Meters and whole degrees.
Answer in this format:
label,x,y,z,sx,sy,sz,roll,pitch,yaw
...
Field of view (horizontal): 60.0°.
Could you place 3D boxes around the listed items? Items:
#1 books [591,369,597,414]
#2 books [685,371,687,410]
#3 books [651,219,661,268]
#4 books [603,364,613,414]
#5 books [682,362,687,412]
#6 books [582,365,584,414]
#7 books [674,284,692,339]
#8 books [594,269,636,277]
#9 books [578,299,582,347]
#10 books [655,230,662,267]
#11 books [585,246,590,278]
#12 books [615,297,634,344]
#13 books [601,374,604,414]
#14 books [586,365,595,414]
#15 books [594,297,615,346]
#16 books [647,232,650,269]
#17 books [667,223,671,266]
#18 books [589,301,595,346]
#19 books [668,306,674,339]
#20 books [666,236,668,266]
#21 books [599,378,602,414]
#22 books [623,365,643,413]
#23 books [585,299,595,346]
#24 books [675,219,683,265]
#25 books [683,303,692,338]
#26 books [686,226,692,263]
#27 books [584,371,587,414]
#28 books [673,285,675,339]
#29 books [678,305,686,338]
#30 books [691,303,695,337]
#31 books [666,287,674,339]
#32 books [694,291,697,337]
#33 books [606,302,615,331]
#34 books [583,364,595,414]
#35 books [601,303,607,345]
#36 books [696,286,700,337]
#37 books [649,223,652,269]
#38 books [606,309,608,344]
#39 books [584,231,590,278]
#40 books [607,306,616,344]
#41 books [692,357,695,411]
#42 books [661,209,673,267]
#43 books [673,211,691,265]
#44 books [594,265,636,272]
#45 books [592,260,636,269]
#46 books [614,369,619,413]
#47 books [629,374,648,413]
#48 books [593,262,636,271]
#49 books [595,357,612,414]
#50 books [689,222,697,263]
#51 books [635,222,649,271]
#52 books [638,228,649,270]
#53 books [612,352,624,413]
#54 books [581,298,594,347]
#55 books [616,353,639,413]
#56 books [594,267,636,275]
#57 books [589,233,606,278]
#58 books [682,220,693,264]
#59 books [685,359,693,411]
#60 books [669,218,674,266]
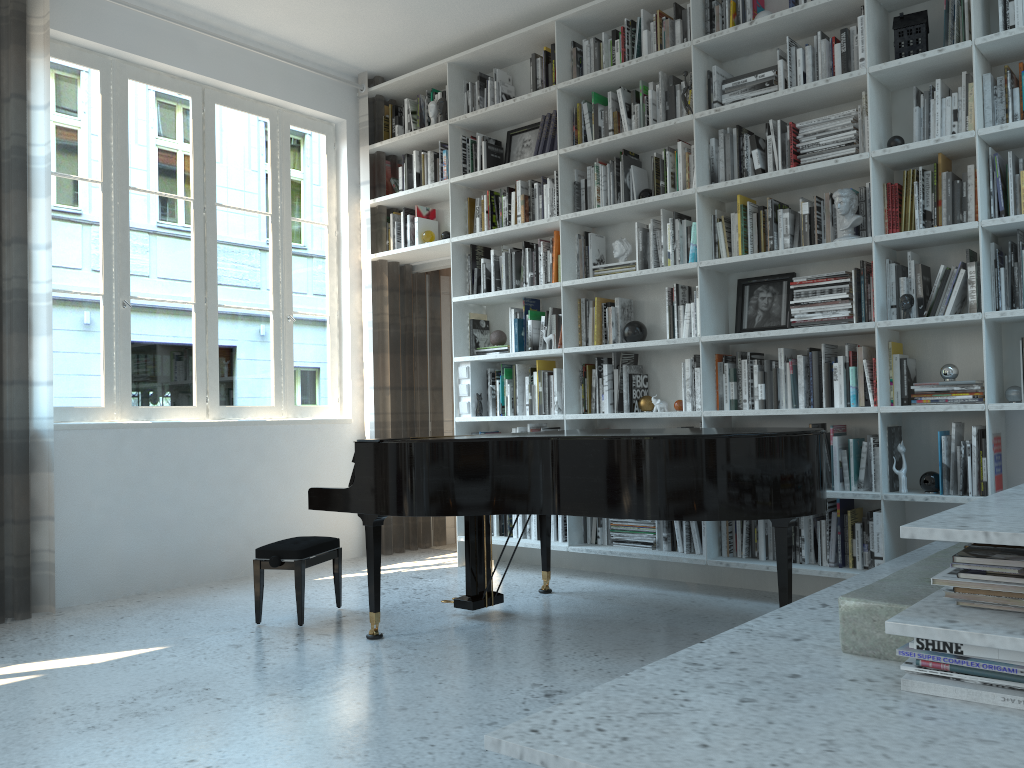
label,x,y,z,sx,sy,sz,roll,pitch,yaw
books,0.502,0.043,4.971,0.042,0.248,0.162,-3,-2,40
books,0.948,0.030,4.619,0.015,0.225,0.148,-3,-2,40
books,0.790,-0.726,4.727,0.012,0.286,0.167,-3,-2,40
books,0.571,0.028,4.908,0.027,0.269,0.185,-3,-2,40
books,0.932,0.017,4.622,0.012,0.254,0.161,-3,-2,40
books,0.447,0.033,5.034,0.013,0.275,0.147,-3,-2,40
books,0.900,-0.370,4.652,0.012,0.298,0.166,-3,-2,40
books,0.605,-0.603,4.895,0.254,0.012,0.161,-3,-3,36
books,0.430,-0.337,5.054,0.012,0.285,0.159,-3,-2,40
books,0.825,-0.696,4.719,0.048,0.224,0.149,-3,-2,40
books,0.467,-0.669,5.026,0.034,0.209,0.136,-3,-2,40
books,0.621,-0.338,4.891,0.028,0.266,0.144,-3,-2,40
books,0.555,0.056,4.925,0.021,0.215,0.172,-3,-2,40
books,0.476,0.032,4.983,0.012,0.272,0.181,-3,-2,40
books,0.520,-0.338,4.939,0.026,0.274,0.190,-3,-2,40
books,0.777,-0.694,4.773,0.024,0.227,0.137,-3,-2,40
books,0.872,-0.711,4.663,0.028,0.247,0.170,-3,-2,40
books,0.488,-0.330,4.989,0.036,0.263,0.166,-3,-2,40
books,0.873,-0.313,4.663,0.025,0.186,0.154,-3,-2,40
books,0.864,-0.681,4.693,0.025,0.189,0.140,-3,-2,40
books,0.541,0.067,4.943,0.024,0.196,0.157,-3,-2,40
books,0.661,0.027,4.831,0.027,0.261,0.163,-3,-2,40
books,0.469,-0.334,5.014,0.026,0.275,0.154,-3,-2,40
books,0.908,-0.719,4.631,0.023,0.259,0.170,-3,-2,40
books,0.945,-0.318,4.602,0.057,0.188,0.156,-3,-2,40
books,0.958,-0.701,4.616,0.026,0.219,0.150,-3,-2,40
books,0.465,0.050,5.002,0.030,0.239,0.157,-3,-2,40
books,0.893,-0.366,4.661,0.011,0.291,0.156,-3,-2,40
books,0.921,-0.313,4.641,0.030,0.183,0.154,-3,-2,40
books,0.978,-0.319,4.580,0.024,0.188,0.172,-3,-2,40
books,0.860,-0.361,4.679,0.012,0.285,0.159,-3,-2,40
books,0.984,-0.349,4.561,0.012,0.244,0.171,-3,-2,40
books,0.576,-0.326,4.940,0.028,0.247,0.142,-3,-2,40
books,0.451,0.028,5.019,0.013,0.283,0.146,-3,-2,40
books,0.549,-0.323,4.941,0.014,0.244,0.153,-3,-2,40
books,1.004,-0.362,4.553,0.027,0.269,0.178,-3,-2,40
books,0.785,-0.716,4.747,0.022,0.267,0.151,-3,-2,40
books,0.578,-0.307,4.912,0.011,0.208,0.180,-3,-2,40
books,0.455,-0.712,5.050,0.011,0.298,0.135,-3,-2,40
books,0.590,-0.312,4.897,0.028,0.216,0.175,-3,-2,40
books,0.975,0.003,4.591,0.010,0.277,0.155,-3,-2,40
books,0.840,-0.750,4.695,0.010,0.329,0.173,-3,-2,40
books,0.894,-0.739,4.642,0.011,0.300,0.178,-3,-2,40
books,0.606,-0.627,4.898,0.254,0.012,0.161,-3,-3,37
books,0.604,-0.651,4.896,0.285,0.012,0.159,-3,-3,36
books,0.613,0.041,4.895,0.029,0.241,0.135,-3,-2,40
books,0.690,0.051,4.826,0.023,0.212,0.160,-3,-2,40
books,0.607,-0.639,4.900,0.285,0.012,0.159,-3,-3,42
books,0.522,0.009,4.953,0.014,0.313,0.166,-3,-2,40
books,0.975,-0.707,4.571,0.060,0.227,0.179,-3,-2,40
books,0.718,-0.721,4.793,0.012,0.285,0.159,-3,-2,40
books,0.738,-0.704,4.768,0.030,0.247,0.174,-3,-2,40
books,0.602,-0.007,4.916,0.013,0.339,0.138,-3,-2,40
books,0.447,-0.338,5.027,0.025,0.284,0.145,-3,-2,40
books,0.632,-0.004,4.859,0.050,0.328,0.166,-3,-2,40
books,0.604,-0.615,4.894,0.254,0.012,0.161,-3,-3,35
books,0.483,-0.704,5.005,0.021,0.277,0.136,-3,-2,40
books,0.939,-0.718,4.632,0.022,0.256,0.152,-3,-2,40
books,0.952,0.007,4.592,0.027,0.269,0.159,-3,-2,40
books,0.880,-0.721,4.642,0.012,0.265,0.193,-3,-2,40
